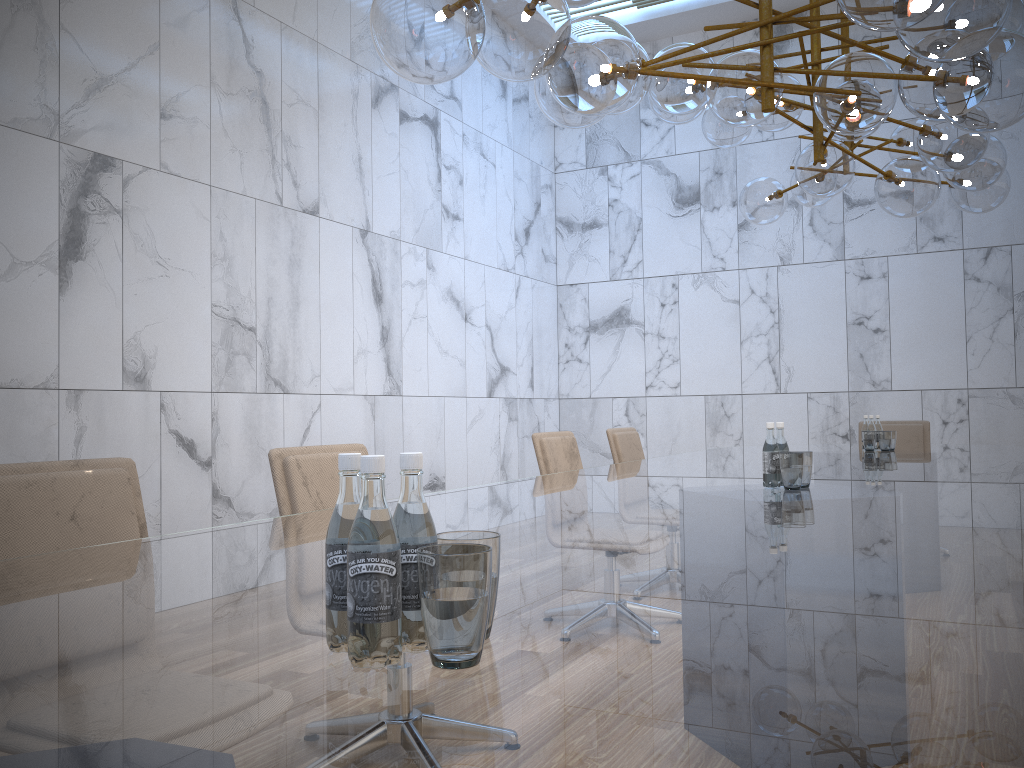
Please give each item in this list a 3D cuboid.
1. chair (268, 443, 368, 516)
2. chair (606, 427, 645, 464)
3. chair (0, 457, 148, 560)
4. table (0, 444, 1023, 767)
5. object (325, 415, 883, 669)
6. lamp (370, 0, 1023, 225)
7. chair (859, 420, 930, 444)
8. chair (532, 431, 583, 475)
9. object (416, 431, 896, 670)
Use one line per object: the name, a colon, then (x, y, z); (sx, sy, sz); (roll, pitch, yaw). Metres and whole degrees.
chair: (-0.389, 0.698, 2.827); (0.697, 1.000, 0.726); (-2, -2, 27)
chair: (0.930, 0.763, 5.348); (0.697, 1.000, 0.726); (-2, -2, 27)
chair: (-0.847, 0.675, 1.952); (0.697, 1.000, 0.726); (-2, -2, 27)
table: (0.901, 0.756, 2.886); (2.092, 0.835, 7.924); (-2, -2, 28)
object: (1.029, 0.240, 3.196); (0.124, 0.213, 5.189); (-2, -2, 28)
lamp: (0.799, -2.057, 2.878); (1.557, 2.716, 5.672); (-2, -2, 28)
chair: (2.780, 0.772, 6.482); (0.726, 1.000, 0.697); (-2, -2, 28)
chair: (0.467, 0.740, 4.463); (0.697, 1.000, 0.726); (-2, -2, 27)
object: (1.067, 0.286, 3.160); (0.183, 0.117, 5.112); (-2, -2, 28)
